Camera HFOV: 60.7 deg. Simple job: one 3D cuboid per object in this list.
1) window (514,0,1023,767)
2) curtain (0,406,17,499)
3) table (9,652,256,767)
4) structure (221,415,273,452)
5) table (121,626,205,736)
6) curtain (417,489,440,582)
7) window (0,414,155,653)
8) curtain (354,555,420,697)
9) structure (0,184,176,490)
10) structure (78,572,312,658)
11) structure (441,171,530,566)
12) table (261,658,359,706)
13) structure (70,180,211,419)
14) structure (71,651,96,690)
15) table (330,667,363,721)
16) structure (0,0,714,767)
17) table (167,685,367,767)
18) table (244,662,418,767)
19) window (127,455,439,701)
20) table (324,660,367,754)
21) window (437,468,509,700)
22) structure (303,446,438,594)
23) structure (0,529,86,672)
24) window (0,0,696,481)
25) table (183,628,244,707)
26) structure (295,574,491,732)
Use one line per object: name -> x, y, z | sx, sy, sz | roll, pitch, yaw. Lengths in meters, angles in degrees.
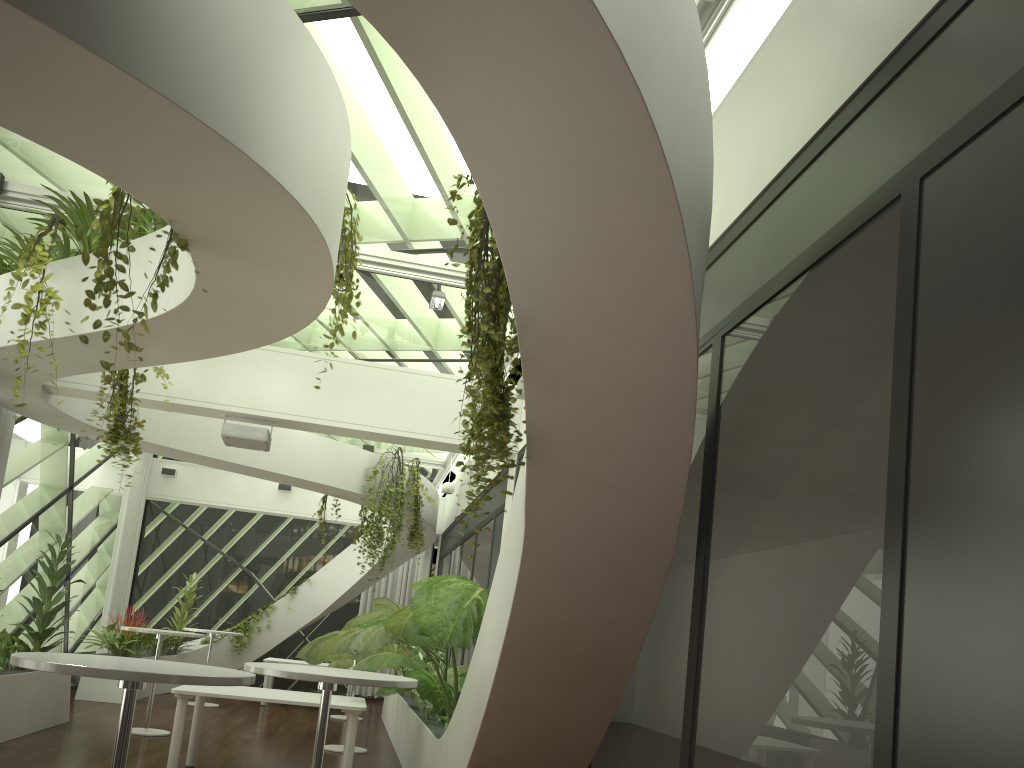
window -> 0.548, 1.289, 5.133 | 0.050, 3.152, 7.297 | 7, -15, -8
curtain -> -5.398, 1.218, 8.721 | 0.160, 3.990, 1.066 | 8, -9, -10
table -> -1.471, 1.590, 3.246 | 0.866, 1.069, 0.871 | 11, -13, -24
structure -> -2.589, 0.479, 8.567 | 0.464, 0.269, 0.398 | 9, -14, -9
table -> -3.840, 3.206, 9.429 | 0.854, 1.069, 0.883 | 1, -13, 25
curtain -> -1.752, 4.095, 16.919 | 0.160, 3.990, 1.020 | 8, -9, -10
window -> -5.808, 1.052, 8.912 | 0.084, 4.509, 17.236 | 7, -16, -8
curtain -> -2.408, 4.235, 17.616 | 1.235, 3.990, 0.163 | 8, -8, -11
structure -> -3.278, -0.055, 6.552 | 4.659, 2.256, 1.479 | -8, -18, 43
structure -> -5.451, 3.677, 14.238 | 2.029, 1.626, 4.930 | 1, -17, 22
structure -> 0.037, -0.336, 3.476 | 0.614, 2.065, 1.094 | 6, -10, 3
table -> -3.331, 4.962, 14.420 | 1.506, 0.700, 1.098 | 9, -14, -9
structure -> -2.265, -0.886, 2.611 | 1.237, 1.811, 3.286 | -5, -18, 45
structure -> -5.998, 3.245, 9.337 | 0.260, 0.490, 15.572 | 8, -17, -8
table -> -2.423, 4.524, 13.275 | 0.854, 1.069, 0.883 | 1, -13, 25
structure -> -2.347, 0.812, 4.719 | 5.924, 4.107, 25.123 | 7, -17, -3
table -> -2.019, 2.947, 7.293 | 1.506, 0.700, 1.098 | 9, -14, -9
table -> -0.957, 1.970, 4.318 | 0.866, 1.069, 0.871 | 11, -13, -24
window -> -4.511, 3.801, 17.518 | 5.759, 4.533, 0.039 | 9, -8, -10
table -> -1.779, 3.534, 9.776 | 0.854, 1.069, 0.883 | 1, -13, 25
window -> -0.805, 3.367, 12.483 | 0.050, 3.152, 7.389 | 7, -15, -8
structure -> -1.981, 1.884, 12.252 | 1.445, 2.022, 1.673 | -5, -16, 45
structure -> -4.542, 1.852, 7.552 | 0.857, 1.555, 3.421 | 8, -15, -9
window -> -2.794, -0.711, 9.699 | 5.707, 0.054, 17.203 | 9, -17, -8
table -> -4.484, 4.195, 12.928 | 0.854, 1.069, 0.883 | 1, -13, 25
structure -> -1.361, 3.033, 9.311 | 1.788, 1.668, 9.156 | 8, -17, -8
